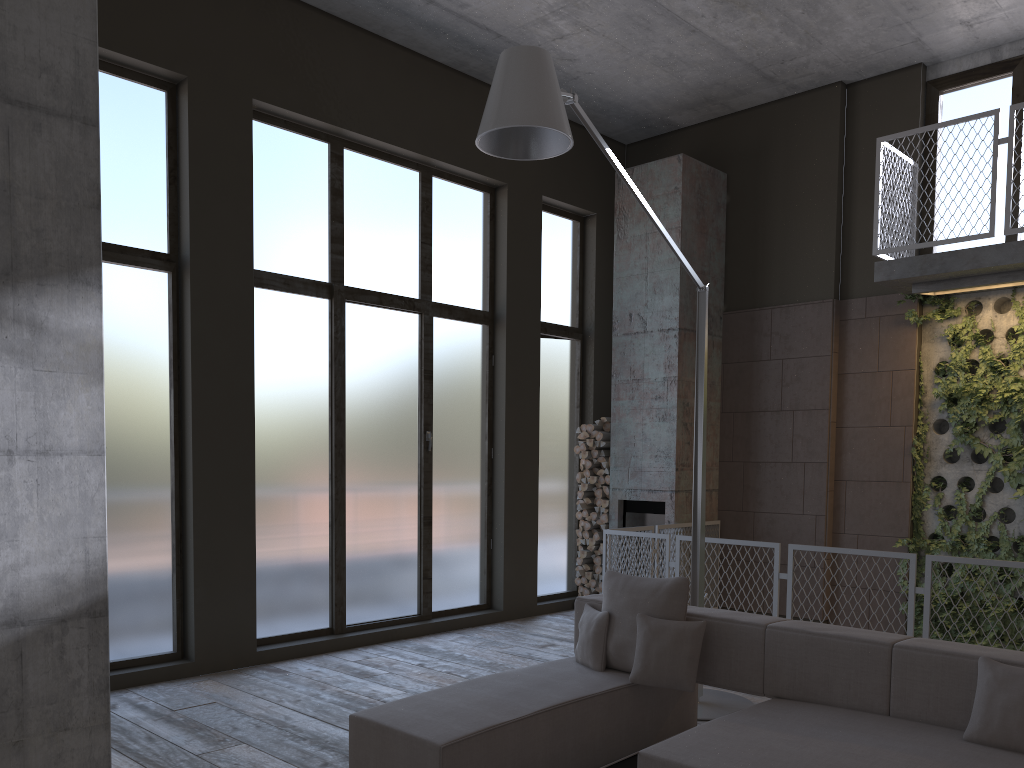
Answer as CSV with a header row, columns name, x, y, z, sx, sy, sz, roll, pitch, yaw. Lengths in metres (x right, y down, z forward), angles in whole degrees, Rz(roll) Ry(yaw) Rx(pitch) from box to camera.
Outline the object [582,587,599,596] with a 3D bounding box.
name,x,y,z,sx,sy,sz,roll,pitch,yaw
object,0.894,2.236,9.483,0.098,0.107,0.294,0,-3,45

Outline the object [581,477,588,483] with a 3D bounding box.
name,x,y,z,sx,sy,sz,roll,pitch,yaw
object,0.906,1.043,9.503,0.067,0.067,0.423,0,-4,43

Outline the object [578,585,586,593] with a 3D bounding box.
name,x,y,z,sx,sy,sz,roll,pitch,yaw
object,0.857,2.235,9.580,0.293,0.103,0.100,5,-3,-45

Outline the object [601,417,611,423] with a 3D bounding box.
name,x,y,z,sx,sy,sz,roll,pitch,yaw
object,1.076,0.387,9.312,0.087,0.056,0.332,-2,-5,43

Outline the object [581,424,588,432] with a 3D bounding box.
name,x,y,z,sx,sy,sz,roll,pitch,yaw
object,0.915,0.487,9.444,0.090,0.091,0.456,0,-4,42

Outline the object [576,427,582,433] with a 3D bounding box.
name,x,y,z,sx,sy,sz,roll,pitch,yaw
object,0.849,0.504,9.467,0.067,0.069,0.423,0,-4,43

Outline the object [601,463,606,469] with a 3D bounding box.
name,x,y,z,sx,sy,sz,roll,pitch,yaw
object,1.083,0.886,9.417,0.104,0.103,0.292,0,-3,43

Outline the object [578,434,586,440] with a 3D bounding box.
name,x,y,z,sx,sy,sz,roll,pitch,yaw
object,0.873,0.575,9.486,0.122,0.068,0.364,-2,-5,45

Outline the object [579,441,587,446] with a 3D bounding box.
name,x,y,z,sx,sy,sz,roll,pitch,yaw
object,0.873,0.646,9.473,0.066,0.087,0.425,1,-3,42

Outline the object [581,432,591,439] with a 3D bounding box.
name,x,y,z,sx,sy,sz,roll,pitch,yaw
object,0.918,0.556,9.390,0.113,0.080,0.435,-1,-5,43

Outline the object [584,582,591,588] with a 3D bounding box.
name,x,y,z,sx,sy,sz,roll,pitch,yaw
object,0.920,2.162,9.497,0.089,0.057,0.333,-2,-5,43

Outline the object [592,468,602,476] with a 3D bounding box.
name,x,y,z,sx,sy,sz,roll,pitch,yaw
object,1.017,0.945,9.437,0.101,0.087,0.363,-1,-4,43

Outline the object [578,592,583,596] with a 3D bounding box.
name,x,y,z,sx,sy,sz,roll,pitch,yaw
object,0.811,2.277,9.510,0.045,0.073,0.251,2,-2,43

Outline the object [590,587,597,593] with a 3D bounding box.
name,x,y,z,sx,sy,sz,roll,pitch,yaw
object,0.981,2.200,9.476,0.064,0.074,0.360,1,-3,42

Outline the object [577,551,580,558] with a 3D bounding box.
name,x,y,z,sx,sy,sz,roll,pitch,yaw
object,0.867,1.840,9.524,0.067,0.067,0.423,0,-4,43

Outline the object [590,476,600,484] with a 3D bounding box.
name,x,y,z,sx,sy,sz,roll,pitch,yaw
object,1.017,1.026,9.393,0.093,0.084,0.480,0,-4,43

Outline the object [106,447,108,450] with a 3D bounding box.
name,x,y,z,sx,sy,sz,roll,pitch,yaw
object,-2.627,0.664,4.293,1.000,1.873,0.964,1,2,10

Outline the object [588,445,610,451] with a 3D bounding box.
name,x,y,z,sx,sy,sz,roll,pitch,yaw
object,0.995,0.686,9.371,0.115,0.080,0.435,-1,-5,43

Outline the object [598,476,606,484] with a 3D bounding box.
name,x,y,z,sx,sy,sz,roll,pitch,yaw
object,1.091,1.022,9.348,0.090,0.089,0.456,0,-4,43

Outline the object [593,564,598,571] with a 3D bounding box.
name,x,y,z,sx,sy,sz,roll,pitch,yaw
object,1.029,1.968,9.478,0.101,0.087,0.363,-1,-4,45

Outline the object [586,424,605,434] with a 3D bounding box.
name,x,y,z,sx,sy,sz,roll,pitch,yaw
object,0.922,0.483,9.320,0.104,0.103,0.292,0,-3,43

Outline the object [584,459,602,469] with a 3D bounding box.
name,x,y,z,sx,sy,sz,roll,pitch,yaw
object,0.908,0.857,9.397,0.098,0.107,0.294,0,-3,45

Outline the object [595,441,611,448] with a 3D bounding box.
name,x,y,z,sx,sy,sz,roll,pitch,yaw
object,1.033,0.642,9.315,0.067,0.067,0.423,0,-4,43

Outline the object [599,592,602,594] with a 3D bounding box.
name,x,y,z,sx,sy,sz,roll,pitch,yaw
object,1.084,2.247,9.390,0.066,0.085,0.425,1,-3,42

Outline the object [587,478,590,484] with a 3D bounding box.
name,x,y,z,sx,sy,sz,roll,pitch,yaw
object,0.964,1.041,9.447,0.067,0.067,0.423,0,-4,43

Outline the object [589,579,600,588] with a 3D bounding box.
name,x,y,z,sx,sy,sz,roll,pitch,yaw
object,1.003,2.128,9.442,0.090,0.089,0.456,0,-4,42

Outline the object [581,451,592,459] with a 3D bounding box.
name,x,y,z,sx,sy,sz,roll,pitch,yaw
object,0.930,0.761,9.404,0.093,0.084,0.480,0,-4,43

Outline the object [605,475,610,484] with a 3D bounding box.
name,x,y,z,sx,sy,sz,roll,pitch,yaw
object,1.150,1.010,9.285,0.091,0.092,0.438,0,-4,43

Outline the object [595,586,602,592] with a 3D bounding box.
name,x,y,z,sx,sy,sz,roll,pitch,yaw
object,1.051,2.181,9.402,0.122,0.068,0.364,-2,-5,45

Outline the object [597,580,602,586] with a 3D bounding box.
name,x,y,z,sx,sy,sz,roll,pitch,yaw
object,1.074,2.116,9.414,0.067,0.071,0.423,0,-4,43

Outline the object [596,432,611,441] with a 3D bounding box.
name,x,y,z,sx,sy,sz,roll,pitch,yaw
object,1.057,0.560,9.277,0.093,0.093,0.438,0,-4,43

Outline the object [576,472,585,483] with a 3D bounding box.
name,x,y,z,sx,sy,sz,roll,pitch,yaw
object,0.834,1.016,9.520,0.063,0.126,0.364,2,-2,43

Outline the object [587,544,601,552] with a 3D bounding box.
name,x,y,z,sx,sy,sz,roll,pitch,yaw
object,0.985,1.751,9.436,0.115,0.080,0.435,-1,-5,43

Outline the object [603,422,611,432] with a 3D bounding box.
name,x,y,z,sx,sy,sz,roll,pitch,yaw
object,1.097,0.467,9.337,0.099,0.108,0.294,0,-3,45

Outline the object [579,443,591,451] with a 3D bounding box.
name,x,y,z,sx,sy,sz,roll,pitch,yaw
object,0.903,0.685,9.418,0.091,0.090,0.456,0,-4,43

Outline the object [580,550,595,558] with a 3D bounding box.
name,x,y,z,sx,sy,sz,roll,pitch,yaw
object,0.920,1.826,9.469,0.093,0.084,0.480,0,-4,43

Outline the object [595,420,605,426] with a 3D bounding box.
name,x,y,z,sx,sy,sz,roll,pitch,yaw
object,1.013,0.426,9.338,0.065,0.073,0.359,0,-4,42

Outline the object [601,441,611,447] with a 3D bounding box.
name,x,y,z,sx,sy,sz,roll,pitch,yaw
object,1.091,0.637,9.259,0.066,0.068,0.423,0,-4,43

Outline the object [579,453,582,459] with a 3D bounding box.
name,x,y,z,sx,sy,sz,roll,pitch,yaw
object,0.877,0.776,9.459,0.067,0.067,0.423,0,-4,43

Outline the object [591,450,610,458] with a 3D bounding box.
name,x,y,z,sx,sy,sz,roll,pitch,yaw
object,1.018,0.748,9.356,0.090,0.089,0.456,0,-4,42

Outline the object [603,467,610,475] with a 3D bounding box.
name,x,y,z,sx,sy,sz,roll,pitch,yaw
object,1.125,0.921,9.291,0.071,0.073,0.423,0,-4,43

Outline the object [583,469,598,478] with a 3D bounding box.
name,x,y,z,sx,sy,sz,roll,pitch,yaw
object,0.942,0.963,9.473,0.092,0.094,0.438,0,-4,43

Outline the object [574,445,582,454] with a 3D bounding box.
name,x,y,z,sx,sy,sz,roll,pitch,yaw
object,0.842,0.714,9.483,0.091,0.092,0.438,0,-4,43
